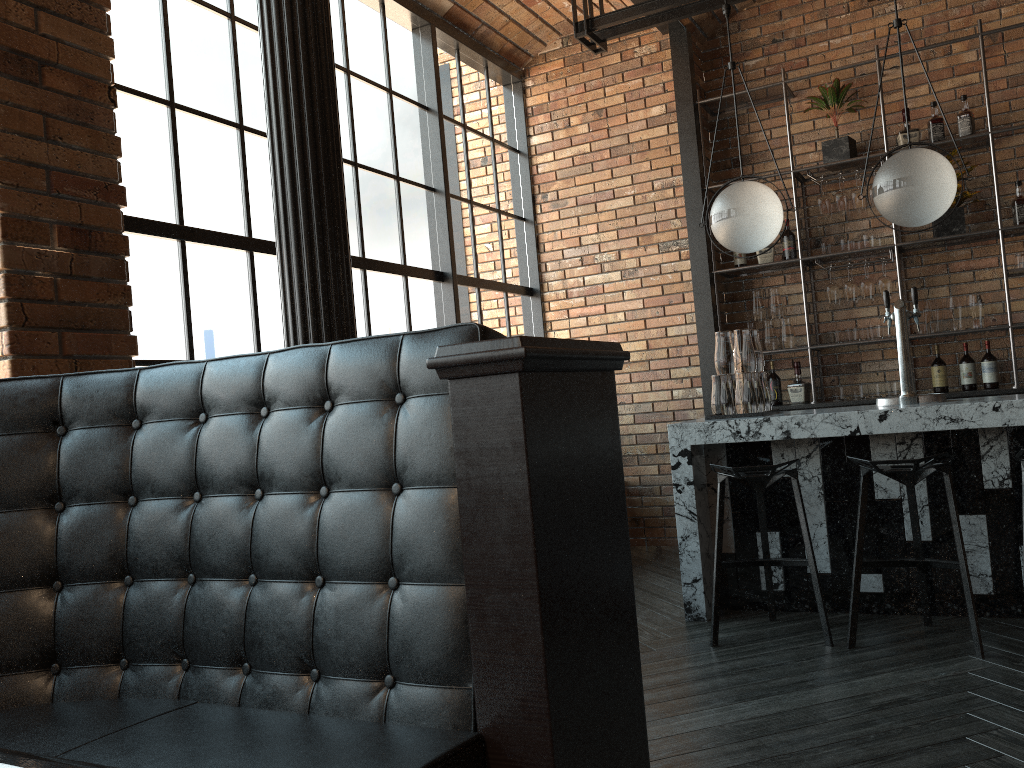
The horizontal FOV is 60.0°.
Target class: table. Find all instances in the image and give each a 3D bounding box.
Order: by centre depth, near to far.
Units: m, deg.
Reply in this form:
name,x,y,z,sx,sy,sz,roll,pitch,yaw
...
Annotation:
name,x,y,z,sx,sy,sz,roll,pitch,yaw
table,-0.722,0.740,0.536,0.872,0.758,0.872,-6,-2,28

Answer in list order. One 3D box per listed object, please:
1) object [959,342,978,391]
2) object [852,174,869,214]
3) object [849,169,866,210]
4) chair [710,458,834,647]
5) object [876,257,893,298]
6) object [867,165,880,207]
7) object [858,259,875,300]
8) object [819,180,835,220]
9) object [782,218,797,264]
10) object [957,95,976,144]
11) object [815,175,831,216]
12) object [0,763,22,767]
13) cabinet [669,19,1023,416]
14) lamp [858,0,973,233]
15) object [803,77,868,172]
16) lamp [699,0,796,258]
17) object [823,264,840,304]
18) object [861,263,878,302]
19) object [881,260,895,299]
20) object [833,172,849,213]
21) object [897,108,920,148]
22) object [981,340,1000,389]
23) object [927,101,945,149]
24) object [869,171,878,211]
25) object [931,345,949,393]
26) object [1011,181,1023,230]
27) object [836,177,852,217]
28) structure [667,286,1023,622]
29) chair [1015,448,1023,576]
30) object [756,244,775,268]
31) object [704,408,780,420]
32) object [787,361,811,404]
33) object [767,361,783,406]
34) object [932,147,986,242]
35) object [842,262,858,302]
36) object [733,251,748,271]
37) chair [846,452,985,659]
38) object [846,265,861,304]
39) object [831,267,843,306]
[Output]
name,x,y,z,sx,sy,sz,roll,pitch,yaw
object,2.789,-0.108,5.429,0.086,0.298,0.086,-5,-2,-13
object,2.254,-1.229,5.737,0.092,0.244,0.092,-6,-2,33
object,2.178,-1.226,5.590,0.092,0.244,0.092,-6,-2,33
chair,1.060,0.680,3.733,0.475,0.737,0.414,-5,-2,18
object,2.319,-0.665,5.527,0.092,0.244,0.092,-6,-2,33
object,2.269,-1.235,5.542,0.092,0.244,0.092,-6,-2,33
object,2.227,-0.655,5.575,0.092,0.244,0.092,-6,-2,33
object,2.070,-1.210,5.834,0.092,0.244,0.092,-6,-2,33
object,1.836,-0.952,5.882,0.086,0.299,0.086,-5,-2,-13
object,2.755,-1.612,5.384,0.083,0.282,0.083,-6,-2,43
object,1.994,-1.207,5.687,0.092,0.244,0.092,-6,-2,33
object,-0.432,0.329,0.692,0.255,0.019,0.157,-6,-2,28
cabinet,2.763,-0.889,5.349,7.075,3.779,0.564,-6,-2,28
lamp,1.705,-1.541,3.911,0.340,1.754,0.340,-5,-2,-16
object,2.108,-1.681,5.751,0.377,0.554,0.422,-5,-2,15
lamp,1.059,-1.476,4.251,0.340,1.754,0.340,-5,-2,-16
object,2.043,-0.637,5.672,0.092,0.244,0.092,-6,-2,33
object,2.304,-0.658,5.721,0.092,0.244,0.092,-6,-2,33
object,2.395,-0.667,5.673,0.092,0.244,0.092,-6,-2,33
object,2.091,-1.217,5.636,0.092,0.244,0.092,-6,-2,33
object,2.470,-1.580,5.535,0.123,0.279,0.123,-5,-2,16
object,2.883,-0.118,5.353,0.086,0.298,0.086,-5,-2,-13
object,2.608,-1.597,5.461,0.083,0.282,0.083,-5,-2,13
object,2.346,-1.238,5.688,0.092,0.244,0.092,-6,-2,33
object,2.639,-0.093,5.480,0.086,0.299,0.086,-5,-2,-13
object,3.015,-1.062,5.257,0.083,0.282,0.083,-5,-2,13
object,2.167,-1.220,5.782,0.092,0.244,0.092,-6,-2,33
structure,3.533,0.116,3.677,5.346,1.430,1.930,-6,-2,28
chair,2.060,0.579,3.207,0.475,0.737,0.414,-6,-2,23
object,1.692,-0.926,5.938,0.123,0.279,0.123,-5,-2,17
object,1.132,0.148,4.342,0.273,0.019,0.437,-6,-2,28
object,1.893,-0.008,5.851,0.123,0.279,0.123,-6,-2,41
object,1.748,-0.004,5.914,0.086,0.297,0.086,-4,-2,-28
object,2.655,-1.148,5.414,0.430,0.526,0.425,-6,-2,40
object,2.140,-0.647,5.621,0.092,0.244,0.092,-6,-2,33
object,1.555,-0.922,6.061,0.086,0.298,0.086,-5,-2,-13
chair,1.563,0.629,3.468,0.475,0.737,0.414,-6,-2,33
object,2.217,-0.649,5.767,0.092,0.244,0.092,-6,-2,33
object,2.120,-0.639,5.818,0.092,0.244,0.092,-6,-2,33
